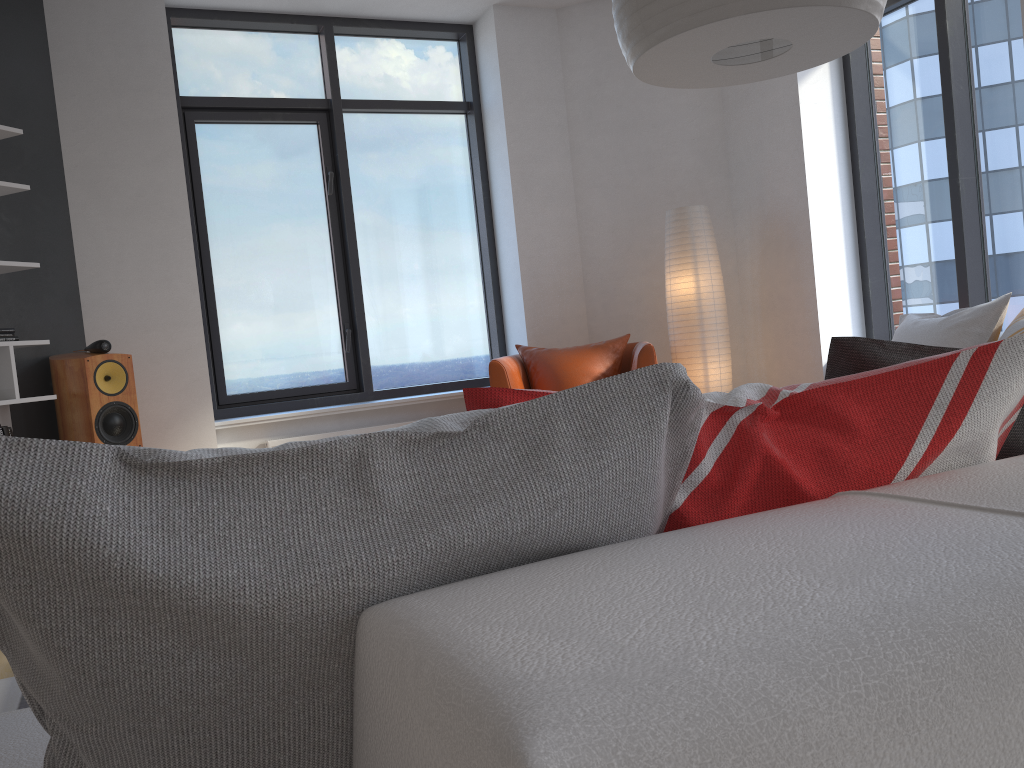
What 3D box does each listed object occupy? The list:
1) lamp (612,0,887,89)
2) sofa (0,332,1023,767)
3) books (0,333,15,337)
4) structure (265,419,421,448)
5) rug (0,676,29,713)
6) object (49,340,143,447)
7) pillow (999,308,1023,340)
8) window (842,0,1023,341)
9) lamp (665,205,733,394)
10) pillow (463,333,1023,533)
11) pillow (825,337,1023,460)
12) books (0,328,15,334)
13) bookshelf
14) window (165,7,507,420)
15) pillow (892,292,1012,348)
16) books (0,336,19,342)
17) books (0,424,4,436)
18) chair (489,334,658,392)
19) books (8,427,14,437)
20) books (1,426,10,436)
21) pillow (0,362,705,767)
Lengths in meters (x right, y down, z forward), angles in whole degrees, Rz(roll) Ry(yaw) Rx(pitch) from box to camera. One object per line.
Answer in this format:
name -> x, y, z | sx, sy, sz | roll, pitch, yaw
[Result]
lamp -> 1.832, -0.732, 1.797 | 3.199, 2.647, 0.710 | -5, 3, 12
sofa -> 0.584, 0.353, 1.976 | 3.424, 0.732, 2.614 | -7, 3, -24
books -> -2.294, -0.204, 3.844 | 0.142, 0.015, 0.198 | -5, 3, 19
structure -> -0.728, 0.471, 5.405 | 1.474, 0.460, 0.110 | -7, 3, -24
rug -> -0.314, 0.789, 2.383 | 2.326, 0.016, 1.662 | -7, 3, -24
object -> -2.032, 0.340, 4.334 | 0.434, 1.088, 0.290 | -4, 3, 36
pillow -> 1.231, 0.031, 1.967 | 0.630, 0.440, 2.095 | -5, 3, 23
window -> 2.252, -1.376, 4.456 | 0.170, 2.402, 1.310 | -7, 3, -24
lamp -> 1.278, -0.271, 5.095 | 0.804, 1.550, 0.502 | -5, 3, 26
pillow -> 0.978, 0.100, 1.256 | 2.250, 0.449, 0.575 | -7, 3, -27
pillow -> 1.268, 0.037, 1.396 | 2.120, 0.436, 0.608 | -7, 3, -28
books -> -2.309, -0.222, 3.851 | 0.161, 0.023, 0.213 | -5, 3, 24
bookshelf -> -2.691, -0.001, 2.663 | 0.455, 2.052, 3.000 | -5, 3, 21
window -> -1.055, -1.085, 5.622 | 1.960, 2.402, 0.170 | -7, 3, -24
pillow -> 1.305, -0.009, 2.275 | 0.580, 0.456, 2.156 | -6, 3, 2
books -> -2.289, -0.185, 3.845 | 0.161, 0.023, 0.213 | -5, 3, 24
books -> -2.265, 0.304, 3.852 | 0.193, 0.255, 0.066 | -5, 3, 20
chair -> 0.391, 0.171, 5.000 | 0.896, 0.858, 0.843 | -6, 3, 8
books -> -2.264, 0.311, 3.920 | 0.179, 0.233, 0.077 | -5, 3, 21
books -> -2.246, 0.307, 3.878 | 0.177, 0.242, 0.066 | -5, 3, 20
pillow -> 0.751, 0.081, 1.517 | 2.953, 0.453, 0.647 | -8, 3, -36
